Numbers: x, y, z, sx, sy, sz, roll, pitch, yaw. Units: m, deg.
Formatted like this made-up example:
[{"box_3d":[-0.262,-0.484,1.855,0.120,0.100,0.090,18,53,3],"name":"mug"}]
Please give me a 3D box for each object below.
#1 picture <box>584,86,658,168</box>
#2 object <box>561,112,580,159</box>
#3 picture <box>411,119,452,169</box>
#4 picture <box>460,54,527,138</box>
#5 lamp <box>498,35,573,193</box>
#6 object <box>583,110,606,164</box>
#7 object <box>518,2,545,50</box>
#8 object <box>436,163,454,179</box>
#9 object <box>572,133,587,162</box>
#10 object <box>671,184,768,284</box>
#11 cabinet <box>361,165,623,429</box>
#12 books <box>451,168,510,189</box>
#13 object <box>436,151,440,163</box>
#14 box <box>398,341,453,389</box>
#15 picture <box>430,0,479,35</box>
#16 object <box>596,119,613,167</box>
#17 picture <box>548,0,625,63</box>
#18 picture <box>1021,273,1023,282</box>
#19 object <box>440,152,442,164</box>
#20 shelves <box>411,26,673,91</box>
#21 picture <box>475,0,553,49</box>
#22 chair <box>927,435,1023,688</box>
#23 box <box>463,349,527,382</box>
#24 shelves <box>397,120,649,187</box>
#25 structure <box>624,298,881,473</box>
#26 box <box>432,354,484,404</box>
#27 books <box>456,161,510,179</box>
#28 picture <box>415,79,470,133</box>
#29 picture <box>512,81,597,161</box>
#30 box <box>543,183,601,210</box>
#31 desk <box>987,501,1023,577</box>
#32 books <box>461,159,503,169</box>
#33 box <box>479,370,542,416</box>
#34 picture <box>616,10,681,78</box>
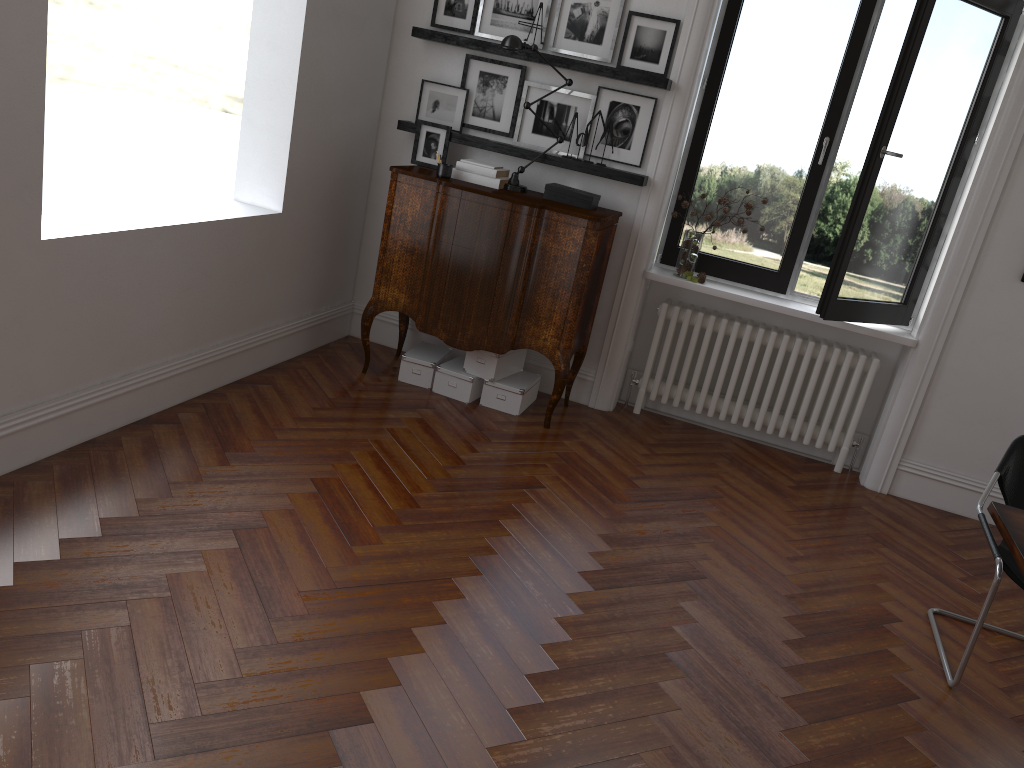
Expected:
[{"box_3d":[0.613,-1.460,5.041,0.342,0.387,0.020,16,19,13],"name":"picture"},{"box_3d":[0.342,-1.421,5.072,0.124,0.262,0.040,17,19,13],"name":"object"},{"box_3d":[-0.477,-1.408,5.230,0.213,0.259,0.020,16,19,13],"name":"picture"},{"box_3d":[-0.132,-1.691,5.210,0.373,0.409,0.020,16,19,13],"name":"picture"},{"box_3d":[0.087,-1.479,4.935,0.491,0.808,0.173,5,20,-21],"name":"lamp"},{"box_3d":[0.469,-1.406,5.046,0.118,0.301,0.040,17,19,13],"name":"object"},{"box_3d":[0.117,-2.009,4.980,0.174,0.262,0.040,17,19,13],"name":"object"},{"box_3d":[-0.371,-1.167,4.869,0.091,0.078,0.091,8,19,-13],"name":"object"},{"box_3d":[0.388,-1.349,5.048,0.066,0.162,0.040,17,19,13],"name":"object"},{"box_3d":[1.213,-0.889,5.199,0.542,0.603,0.315,7,19,-15],"name":"object"},{"box_3d":[-0.156,-0.517,5.153,1.264,1.226,0.637,17,19,13],"name":"cabinet"},{"box_3d":[-0.175,-1.167,5.031,0.294,0.057,0.228,16,18,13],"name":"books"},{"box_3d":[-0.399,-1.213,4.856,0.050,0.120,0.010,17,19,15],"name":"object"},{"box_3d":[-0.524,-0.112,5.402,0.209,0.178,0.392,15,18,8],"name":"box"},{"box_3d":[-0.321,-2.209,5.126,0.266,0.317,0.020,16,19,13],"name":"picture"},{"box_3d":[0.538,-1.376,5.062,0.110,0.263,0.040,17,19,13],"name":"object"},{"box_3d":[0.422,-2.037,4.939,0.369,0.411,0.020,16,19,13],"name":"picture"},{"box_3d":[3.217,-1.033,4.345,0.881,1.332,0.035,17,19,13],"name":"picture"},{"box_3d":[-0.388,-1.211,4.879,0.045,0.140,0.010,16,19,10],"name":"object"},{"box_3d":[0.154,-1.840,5.004,1.512,0.056,0.157,16,18,13],"name":"shelves"},{"box_3d":[0.016,-2.136,5.040,0.415,0.370,0.020,16,19,13],"name":"picture"},{"box_3d":[2.088,0.750,3.310,0.751,0.878,0.742,17,19,13],"name":"chair"},{"box_3d":[-0.094,-0.158,5.252,0.208,0.178,0.393,20,19,22],"name":"box"},{"box_3d":[0.049,-1.352,5.174,1.512,0.056,0.155,16,18,13],"name":"shelves"},{"box_3d":[1.465,0.020,5.450,1.451,0.783,0.224,16,19,13],"name":"structure"},{"box_3d":[-0.273,-0.028,5.313,0.244,0.178,0.392,18,19,18],"name":"box"},{"box_3d":[-0.162,-1.215,5.019,0.239,0.044,0.253,16,18,13],"name":"books"},{"box_3d":[-0.418,-1.655,5.284,0.299,0.255,0.020,16,19,13],"name":"picture"},{"box_3d":[0.244,-1.525,5.138,0.433,0.367,0.020,16,19,13],"name":"picture"},{"box_3d":[0.339,-1.055,4.988,0.281,0.087,0.207,16,18,13],"name":"box"},{"box_3d":[2.458,1.174,2.452,2.223,0.756,1.024,16,19,13],"name":"desk"},{"box_3d":[-0.166,-1.237,4.991,0.200,0.014,0.178,16,18,13],"name":"books"},{"box_3d":[-0.006,0.041,5.280,0.244,0.178,0.392,17,18,13],"name":"box"},{"box_3d":[0.749,-1.868,4.882,0.289,0.305,0.020,16,19,13],"name":"picture"}]
